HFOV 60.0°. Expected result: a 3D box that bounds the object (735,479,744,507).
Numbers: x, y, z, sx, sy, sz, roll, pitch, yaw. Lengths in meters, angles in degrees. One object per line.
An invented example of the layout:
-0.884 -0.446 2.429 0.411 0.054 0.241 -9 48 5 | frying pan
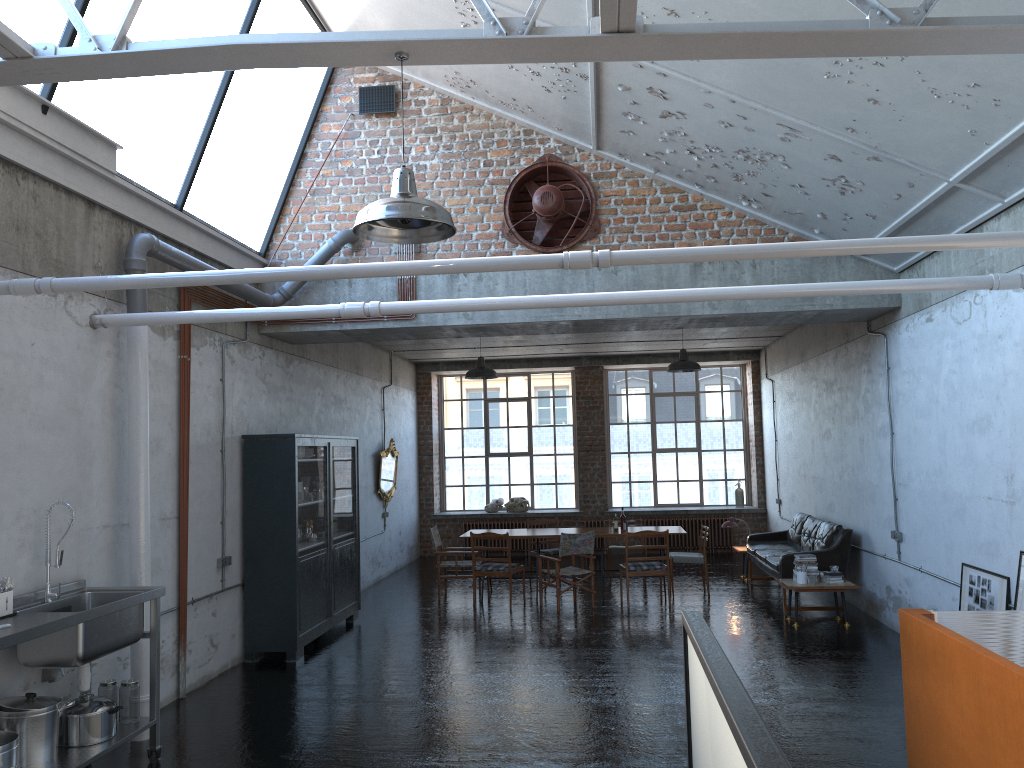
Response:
4.501 2.166 17.560 0.172 0.551 0.172 2 -6 -40 | object

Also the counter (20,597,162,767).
-2.840 1.943 5.023 0.589 1.160 2.374 -2 -4 6 | counter

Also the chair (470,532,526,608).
-0.188 2.496 11.989 0.573 1.028 0.509 -4 -5 25 | chair

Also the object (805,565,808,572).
3.367 2.165 10.177 0.062 0.169 0.009 -2 -4 5 | object

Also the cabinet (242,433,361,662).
-2.346 1.746 10.187 0.572 2.297 2.386 -2 -4 6 | cabinet

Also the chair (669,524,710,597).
2.483 2.475 12.432 0.577 0.971 0.589 -2 -4 6 | chair

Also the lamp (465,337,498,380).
-0.462 -0.529 13.119 0.502 0.891 0.502 -2 -4 10 | lamp

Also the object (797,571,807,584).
3.326 2.222 10.173 0.110 0.137 0.110 -2 -4 6 | object

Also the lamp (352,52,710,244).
0.646 -1.611 6.453 0.945 2.025 5.320 -3 -5 24 | lamp

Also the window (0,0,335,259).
-2.791 -2.861 5.949 0.994 2.404 8.048 -2 -4 6 | window

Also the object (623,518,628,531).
1.593 1.975 12.460 0.051 0.180 0.097 0 -5 -22 | object

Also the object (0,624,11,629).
-2.860 1.334 4.784 0.045 0.022 0.327 -4 -5 25 | object

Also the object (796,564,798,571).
3.293 2.180 10.208 0.046 0.202 0.023 -5 -6 42 | object

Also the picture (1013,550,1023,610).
3.656 1.811 6.041 0.233 1.215 1.095 -2 -4 6 | picture

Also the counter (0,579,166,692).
-2.857 1.611 5.048 0.625 0.644 2.435 -2 -4 6 | counter

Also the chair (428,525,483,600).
-0.799 2.557 12.757 0.713 1.031 0.574 -2 -4 6 | chair

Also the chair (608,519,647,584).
1.774 2.592 13.726 0.589 0.971 0.577 -2 -4 6 | chair

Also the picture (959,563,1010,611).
3.830 2.018 7.245 0.135 0.994 0.889 -2 -4 6 | picture

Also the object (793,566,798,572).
3.306 2.187 10.191 0.137 0.190 0.009 -2 -4 9 | object

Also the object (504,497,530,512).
0.080 2.434 17.895 0.418 0.305 0.625 0 -5 -20 | object

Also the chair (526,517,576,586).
0.609 2.603 13.683 0.573 1.028 0.509 1 -5 -30 | chair

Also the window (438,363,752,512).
5.947 2.649 18.076 19.864 12.900 0.747 -2 -4 6 | window

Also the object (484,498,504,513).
-0.359 2.466 18.002 0.281 0.281 0.575 -4 -5 32 | object

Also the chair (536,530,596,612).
0.729 2.432 11.646 0.574 1.031 0.713 0 -5 -24 | chair

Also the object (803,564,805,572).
3.357 2.178 10.208 0.037 0.204 0.023 3 -6 -45 | object

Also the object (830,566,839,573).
3.723 2.139 10.240 0.103 0.068 0.103 0 -5 -21 | object

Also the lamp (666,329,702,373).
2.469 -0.631 12.822 0.502 0.891 0.502 -2 -4 10 | lamp

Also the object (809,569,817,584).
3.450 2.206 10.145 0.087 0.155 0.087 0 -5 -22 | object

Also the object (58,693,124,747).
-2.740 2.145 5.711 0.367 0.278 0.395 2 -6 -42 | object

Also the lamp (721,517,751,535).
3.496 2.310 13.726 0.496 0.492 0.220 -1 -4 -2 | lamp

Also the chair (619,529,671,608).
1.741 2.420 11.676 0.573 1.028 0.509 -1 -4 -5 | chair

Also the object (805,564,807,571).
3.369 2.158 10.191 0.052 0.185 0.009 -2 -4 8 | object

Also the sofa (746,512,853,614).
3.812 2.333 11.968 0.929 1.045 2.610 -2 -4 6 | sofa

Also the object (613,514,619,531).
1.471 1.956 12.562 0.070 0.235 0.041 -2 -4 5 | object

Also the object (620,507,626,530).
1.575 1.913 12.594 0.075 0.324 0.075 -4 -5 31 | object
